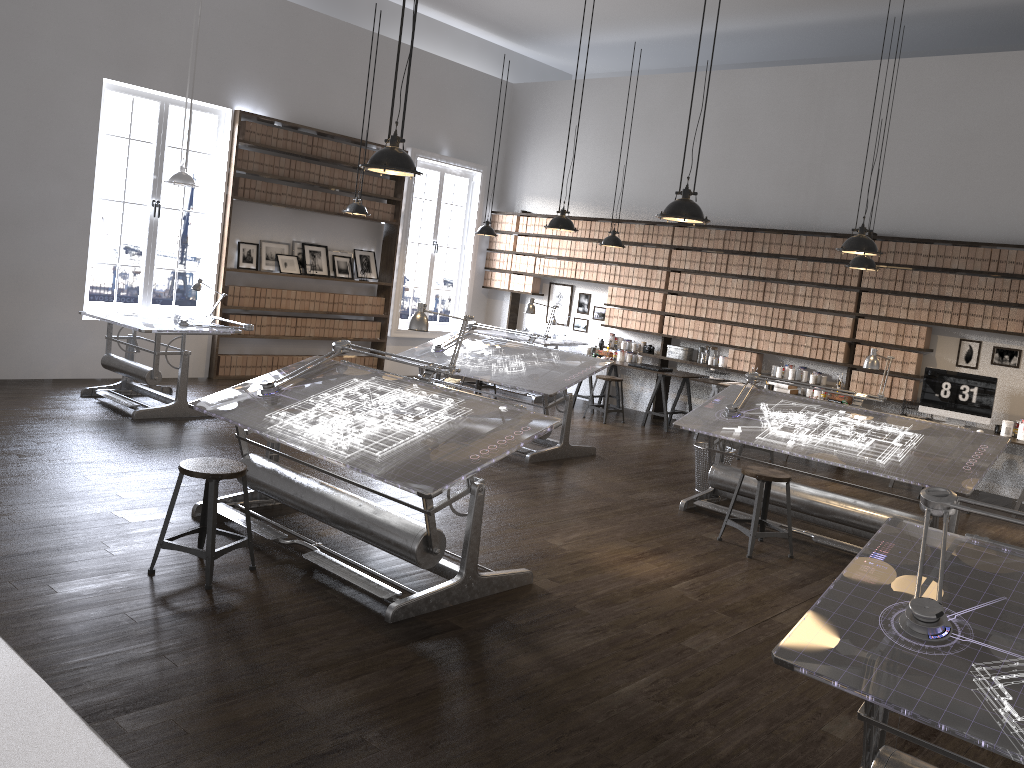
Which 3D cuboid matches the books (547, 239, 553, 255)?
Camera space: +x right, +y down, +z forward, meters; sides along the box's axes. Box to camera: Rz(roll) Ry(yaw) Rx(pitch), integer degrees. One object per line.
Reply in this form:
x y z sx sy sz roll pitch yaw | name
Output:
0.570 -1.877 12.198 0.067 0.225 0.174 11 7 41 | books

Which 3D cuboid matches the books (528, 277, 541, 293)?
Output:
0.313 -1.385 12.407 0.067 0.225 0.174 11 7 41 | books

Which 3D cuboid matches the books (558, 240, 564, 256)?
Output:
0.720 -1.841 12.062 0.067 0.224 0.174 11 7 41 | books

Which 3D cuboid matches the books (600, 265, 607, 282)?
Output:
1.243 -1.438 11.585 0.067 0.224 0.174 11 7 41 | books

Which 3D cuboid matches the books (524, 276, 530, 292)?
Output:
0.263 -1.397 12.454 0.067 0.225 0.174 11 7 41 | books

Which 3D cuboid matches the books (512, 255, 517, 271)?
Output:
0.086 -1.719 12.612 0.067 0.225 0.174 11 7 41 | books

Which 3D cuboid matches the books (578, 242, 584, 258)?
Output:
0.975 -1.781 11.834 0.067 0.225 0.174 11 7 41 | books

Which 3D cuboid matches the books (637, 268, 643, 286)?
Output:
1.666 -1.346 11.212 0.067 0.224 0.174 11 7 41 | books

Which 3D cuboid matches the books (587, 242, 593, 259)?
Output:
1.079 -1.755 11.736 0.067 0.225 0.174 11 7 41 | books

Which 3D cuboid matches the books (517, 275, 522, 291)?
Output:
0.161 -1.421 12.542 0.067 0.224 0.174 11 7 41 | books

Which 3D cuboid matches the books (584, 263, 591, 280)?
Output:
1.047 -1.485 11.764 0.067 0.225 0.174 11 7 41 | books

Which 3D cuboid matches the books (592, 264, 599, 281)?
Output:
1.145 -1.461 11.668 0.067 0.225 0.174 11 7 41 | books

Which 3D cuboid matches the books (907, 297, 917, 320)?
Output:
4.111 -0.765 9.032 0.067 0.224 0.174 11 7 41 | books

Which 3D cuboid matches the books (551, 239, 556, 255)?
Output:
0.622 -1.865 12.152 0.067 0.225 0.174 11 7 41 | books

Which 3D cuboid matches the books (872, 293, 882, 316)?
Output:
3.846 -0.827 9.263 0.067 0.225 0.174 11 7 41 | books

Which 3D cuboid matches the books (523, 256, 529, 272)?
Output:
0.246 -1.682 12.476 0.067 0.225 0.174 11 7 41 | books

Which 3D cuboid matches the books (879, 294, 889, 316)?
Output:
3.902 -0.814 9.218 0.067 0.225 0.174 11 7 41 | books

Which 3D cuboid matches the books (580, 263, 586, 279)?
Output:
0.992 -1.498 11.807 0.067 0.225 0.174 11 7 41 | books

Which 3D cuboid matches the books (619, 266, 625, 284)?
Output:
1.463 -1.394 11.395 0.067 0.225 0.174 11 7 41 | books

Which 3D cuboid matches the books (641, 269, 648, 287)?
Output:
1.712 -1.334 11.164 0.067 0.225 0.174 11 7 41 | books

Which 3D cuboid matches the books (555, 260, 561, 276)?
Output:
0.679 -1.571 12.083 0.067 0.225 0.174 11 7 41 | books

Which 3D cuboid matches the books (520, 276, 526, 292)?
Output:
0.207 -1.409 12.495 0.067 0.225 0.174 11 7 41 | books

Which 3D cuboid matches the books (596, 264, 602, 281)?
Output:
1.198 -1.449 11.628 0.067 0.224 0.174 11 7 41 | books

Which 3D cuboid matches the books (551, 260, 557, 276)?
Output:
0.628 -1.584 12.133 0.067 0.225 0.174 11 7 41 | books

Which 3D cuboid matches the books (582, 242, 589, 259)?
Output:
1.026 -1.768 11.784 0.067 0.225 0.174 11 7 41 | books

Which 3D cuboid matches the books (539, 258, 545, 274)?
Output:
0.471 -1.621 12.270 0.067 0.225 0.174 11 7 41 | books

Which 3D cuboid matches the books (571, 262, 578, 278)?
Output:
0.883 -1.523 11.903 0.067 0.225 0.174 11 7 41 | books

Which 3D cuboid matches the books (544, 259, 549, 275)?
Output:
0.526 -1.609 12.227 0.067 0.225 0.174 11 7 41 | books

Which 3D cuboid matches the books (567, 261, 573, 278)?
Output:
0.832 -1.536 11.956 0.067 0.224 0.174 11 7 41 | books

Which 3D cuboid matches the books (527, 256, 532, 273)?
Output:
0.301 -1.669 12.426 0.067 0.224 0.174 11 7 41 | books

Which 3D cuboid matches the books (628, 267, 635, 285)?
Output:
1.563 -1.369 11.298 0.067 0.225 0.174 11 7 41 | books

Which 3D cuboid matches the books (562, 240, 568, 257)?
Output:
0.766 -1.830 12.020 0.067 0.224 0.174 11 7 41 | books

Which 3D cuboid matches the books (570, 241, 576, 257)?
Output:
0.873 -1.805 11.927 0.067 0.225 0.174 11 7 41 | books

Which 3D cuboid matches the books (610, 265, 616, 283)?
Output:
1.353 -1.419 11.483 0.067 0.225 0.174 11 7 41 | books

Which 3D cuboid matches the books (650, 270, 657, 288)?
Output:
1.818 -1.310 11.078 0.067 0.225 0.174 11 7 41 | books

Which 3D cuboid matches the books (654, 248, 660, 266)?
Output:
1.857 -1.572 11.050 0.067 0.224 0.174 11 7 41 | books

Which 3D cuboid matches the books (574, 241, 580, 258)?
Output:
0.926 -1.793 11.883 0.067 0.225 0.174 11 7 41 | books

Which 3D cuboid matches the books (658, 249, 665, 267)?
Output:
1.903 -1.561 11.008 0.067 0.224 0.174 11 7 41 | books

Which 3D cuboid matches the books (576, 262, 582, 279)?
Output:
0.942 -1.510 11.858 0.067 0.225 0.174 11 7 41 | books

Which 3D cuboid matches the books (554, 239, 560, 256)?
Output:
0.668 -1.853 12.103 0.067 0.225 0.174 11 7 41 | books

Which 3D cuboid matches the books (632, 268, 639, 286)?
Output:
1.618 -1.357 11.252 0.067 0.224 0.174 11 7 41 | books

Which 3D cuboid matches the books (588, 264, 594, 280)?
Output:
1.099 -1.473 11.717 0.067 0.225 0.174 11 7 41 | books

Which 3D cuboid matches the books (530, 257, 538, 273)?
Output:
0.344 -1.658 12.381 0.067 0.225 0.174 11 7 41 | books

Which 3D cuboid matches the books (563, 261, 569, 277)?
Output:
0.782 -1.548 11.997 0.067 0.224 0.174 11 7 41 | books

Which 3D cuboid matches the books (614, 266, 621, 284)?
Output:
1.409 -1.406 11.438 0.067 0.225 0.174 11 7 41 | books

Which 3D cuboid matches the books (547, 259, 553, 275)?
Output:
0.579 -1.596 12.182 0.067 0.225 0.174 11 7 41 | books

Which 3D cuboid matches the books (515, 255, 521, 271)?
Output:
0.142 -1.706 12.566 0.067 0.225 0.174 11 7 41 | books

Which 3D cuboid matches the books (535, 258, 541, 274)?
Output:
0.412 -1.635 12.326 0.067 0.224 0.174 11 7 41 | books

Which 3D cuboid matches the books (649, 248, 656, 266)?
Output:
1.805 -1.584 11.091 0.067 0.225 0.174 11 7 41 | books

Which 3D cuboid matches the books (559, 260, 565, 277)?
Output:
0.732 -1.559 12.036 0.067 0.225 0.174 11 7 41 | books

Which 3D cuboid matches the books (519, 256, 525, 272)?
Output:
0.196 -1.694 12.523 0.067 0.225 0.174 11 7 41 | books

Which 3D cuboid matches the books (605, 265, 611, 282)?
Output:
1.296 -1.426 11.536 0.067 0.225 0.174 11 7 41 | books

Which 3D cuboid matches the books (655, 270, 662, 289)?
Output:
1.868 -1.297 11.028 0.067 0.225 0.174 11 7 41 | books

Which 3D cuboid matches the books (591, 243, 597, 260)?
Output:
1.129 -1.745 11.698 0.067 0.224 0.174 11 7 41 | books

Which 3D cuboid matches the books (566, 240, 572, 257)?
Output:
0.818 -1.818 11.971 0.067 0.225 0.174 11 7 41 | books

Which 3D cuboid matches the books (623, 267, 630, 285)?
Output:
1.514 -1.382 11.347 0.067 0.225 0.174 11 7 41 | books

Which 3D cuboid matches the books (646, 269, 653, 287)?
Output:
1.766 -1.322 11.124 0.067 0.225 0.174 11 7 41 | books
